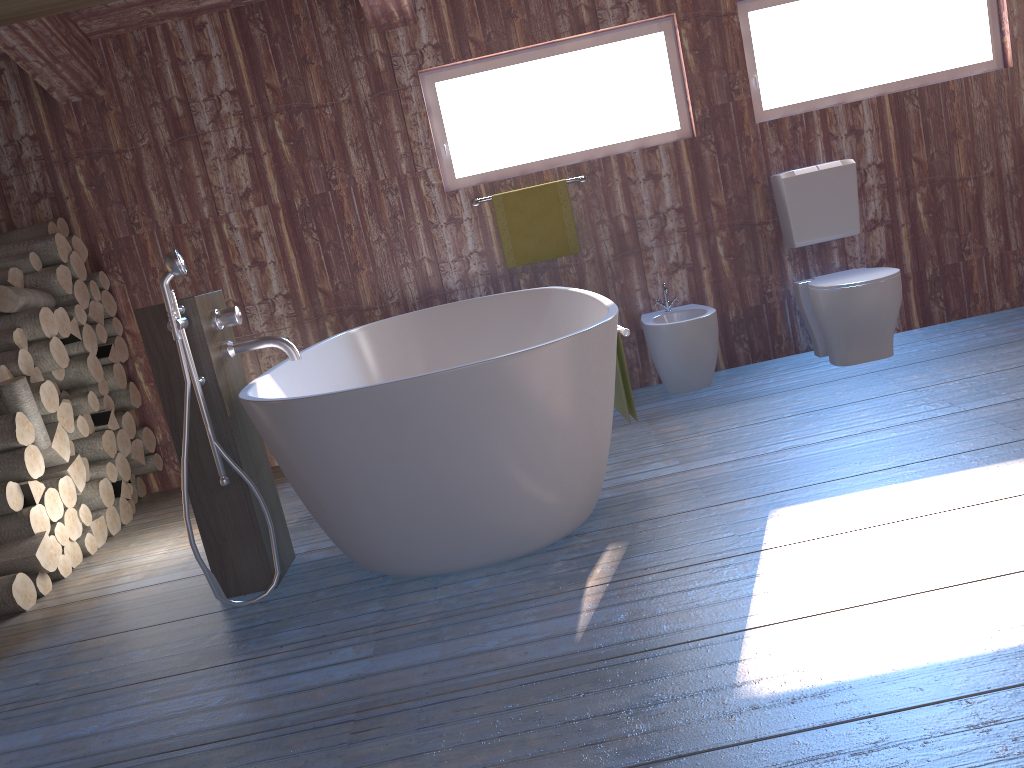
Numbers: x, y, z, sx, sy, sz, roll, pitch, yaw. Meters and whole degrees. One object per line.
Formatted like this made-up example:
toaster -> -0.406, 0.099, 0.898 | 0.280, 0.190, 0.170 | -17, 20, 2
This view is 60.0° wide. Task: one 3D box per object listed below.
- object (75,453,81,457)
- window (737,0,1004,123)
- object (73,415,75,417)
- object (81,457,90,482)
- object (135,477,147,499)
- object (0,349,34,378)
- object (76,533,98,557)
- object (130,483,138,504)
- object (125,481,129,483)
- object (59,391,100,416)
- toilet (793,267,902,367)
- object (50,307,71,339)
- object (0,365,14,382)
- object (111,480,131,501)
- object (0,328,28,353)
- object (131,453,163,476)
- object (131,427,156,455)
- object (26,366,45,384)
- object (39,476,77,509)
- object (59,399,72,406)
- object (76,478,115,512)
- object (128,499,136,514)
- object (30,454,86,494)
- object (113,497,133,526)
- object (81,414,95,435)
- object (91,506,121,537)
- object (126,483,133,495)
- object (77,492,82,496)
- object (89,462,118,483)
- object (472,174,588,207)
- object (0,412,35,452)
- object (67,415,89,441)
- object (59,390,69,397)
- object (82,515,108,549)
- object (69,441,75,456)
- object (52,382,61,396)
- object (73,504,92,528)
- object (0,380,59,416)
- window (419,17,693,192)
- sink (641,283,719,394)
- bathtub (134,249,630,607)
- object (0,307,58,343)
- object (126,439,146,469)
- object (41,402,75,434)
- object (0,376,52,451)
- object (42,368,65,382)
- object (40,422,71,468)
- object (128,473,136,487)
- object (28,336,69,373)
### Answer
object -> -2.027, 0.358, 4.001 | 0.156, 0.061, 0.057 | -12, 11, 0
window -> 1.734, -1.692, 4.319 | 1.255, 0.587, 0.054 | -12, 11, 2
object -> -2.078, 0.217, 3.926 | 0.279, 0.089, 0.086 | -13, 11, -1
object -> -2.037, 0.407, 3.917 | 0.303, 0.120, 0.114 | -12, 11, 2
object -> -2.047, 0.561, 4.542 | 0.301, 0.113, 0.114 | -13, 11, -1
object -> -2.133, -0.062, 3.638 | 0.291, 0.123, 0.115 | -12, 11, 2
object -> -1.965, 0.714, 3.689 | 0.437, 0.100, 0.098 | -13, 11, -1
object -> -2.031, 0.582, 4.423 | 0.289, 0.117, 0.116 | -13, 11, -1
object -> -2.052, 0.506, 4.385 | 0.280, 0.105, 0.084 | -13, 11, 0
object -> -2.093, 0.126, 3.981 | 0.437, 0.100, 0.098 | -13, 11, -1
toilet -> 1.589, -0.307, 4.114 | 0.375, 0.400, 0.534 | -12, 11, 2
object -> -2.176, -0.227, 3.876 | 0.440, 0.147, 0.138 | -12, 11, 1
object -> -2.168, 0.011, 3.544 | 0.301, 0.113, 0.114 | -13, 11, -1
object -> -2.001, 0.536, 4.105 | 0.423, 0.125, 0.107 | -13, 11, 0
object -> -2.168, -0.156, 3.674 | 0.282, 0.112, 0.106 | -12, 11, 2
object -> -2.018, 0.439, 4.533 | 0.438, 0.109, 0.102 | -12, 11, 1
object -> -2.047, 0.323, 4.489 | 0.439, 0.152, 0.147 | -12, 11, 1
object -> -2.132, 0.016, 3.711 | 0.301, 0.113, 0.111 | -12, 11, 0
object -> -2.020, 0.488, 3.609 | 0.437, 0.133, 0.137 | -13, 11, -1
object -> -2.094, 0.149, 3.880 | 0.303, 0.120, 0.114 | -12, 11, 2
object -> -2.010, 0.532, 3.935 | 0.437, 0.133, 0.137 | -13, 11, -1
object -> -1.960, 0.608, 4.204 | 0.301, 0.113, 0.114 | -13, 11, -1
object -> -2.056, 0.434, 3.721 | 0.483, 0.150, 0.151 | -13, 11, -1
object -> -2.000, 0.631, 4.077 | 0.455, 0.137, 0.139 | -13, 11, -1
object -> -2.078, 0.212, 4.037 | 0.301, 0.113, 0.111 | -13, 11, -1
object -> -1.985, 0.652, 3.939 | 0.437, 0.133, 0.137 | -13, 11, -1
object -> -1.996, 0.534, 4.206 | 0.378, 0.071, 0.065 | -12, 11, 1
object -> -2.034, 0.461, 3.833 | 0.302, 0.118, 0.111 | -12, 11, 0
object -> -2.021, 0.439, 4.011 | 0.438, 0.109, 0.102 | -12, 11, 1
object -> 0.086, -0.942, 4.308 | 0.581, 0.043, 0.091 | -12, 11, 2
object -> -2.093, 0.221, 3.399 | 0.455, 0.137, 0.139 | -13, 11, -1
object -> -2.070, 0.230, 3.835 | 0.437, 0.100, 0.098 | -13, 11, -1
object -> -2.195, 0.117, 4.091 | 0.289, 0.118, 0.116 | -13, 11, -1
object -> -2.001, 0.687, 3.806 | 0.482, 0.129, 0.143 | -13, 11, -1
object -> -2.062, 0.325, 3.837 | 0.303, 0.120, 0.114 | -12, 11, 2
object -> -2.211, 0.054, 3.971 | 0.321, 0.127, 0.104 | -12, 11, 2
object -> -1.991, 0.594, 3.695 | 0.437, 0.100, 0.098 | -13, 11, -1
object -> -2.107, 0.094, 3.635 | 0.440, 0.147, 0.138 | -12, 11, 1
window -> 0.222, -1.369, 4.369 | 1.255, 0.587, 0.054 | -12, 11, 2
sink -> 0.807, -0.220, 4.236 | 0.335, 0.517, 0.515 | -12, 11, 2
bathtub -> -0.220, -0.093, 3.163 | 1.460, 1.109, 1.935 | -8, 11, 23
object -> -2.176, -0.220, 3.761 | 0.439, 0.145, 0.135 | -12, 11, 1
object -> -2.060, 0.398, 4.342 | 0.481, 0.152, 0.169 | -12, 11, 1
object -> -2.101, 0.185, 3.742 | 0.458, 0.148, 0.139 | -12, 11, 1
object -> -1.928, 0.121, 3.511 | 0.109, 0.298, 0.147 | -12, 11, 4
object -> -2.128, -0.044, 3.881 | 0.291, 0.123, 0.115 | -12, 11, 2
object -> -2.087, 0.300, 3.640 | 0.483, 0.174, 0.155 | -13, 11, -1
object -> -2.051, 0.523, 4.487 | 0.278, 0.086, 0.085 | -13, 11, -1
object -> -2.141, -0.087, 3.773 | 0.437, 0.143, 0.141 | -13, 11, -1
